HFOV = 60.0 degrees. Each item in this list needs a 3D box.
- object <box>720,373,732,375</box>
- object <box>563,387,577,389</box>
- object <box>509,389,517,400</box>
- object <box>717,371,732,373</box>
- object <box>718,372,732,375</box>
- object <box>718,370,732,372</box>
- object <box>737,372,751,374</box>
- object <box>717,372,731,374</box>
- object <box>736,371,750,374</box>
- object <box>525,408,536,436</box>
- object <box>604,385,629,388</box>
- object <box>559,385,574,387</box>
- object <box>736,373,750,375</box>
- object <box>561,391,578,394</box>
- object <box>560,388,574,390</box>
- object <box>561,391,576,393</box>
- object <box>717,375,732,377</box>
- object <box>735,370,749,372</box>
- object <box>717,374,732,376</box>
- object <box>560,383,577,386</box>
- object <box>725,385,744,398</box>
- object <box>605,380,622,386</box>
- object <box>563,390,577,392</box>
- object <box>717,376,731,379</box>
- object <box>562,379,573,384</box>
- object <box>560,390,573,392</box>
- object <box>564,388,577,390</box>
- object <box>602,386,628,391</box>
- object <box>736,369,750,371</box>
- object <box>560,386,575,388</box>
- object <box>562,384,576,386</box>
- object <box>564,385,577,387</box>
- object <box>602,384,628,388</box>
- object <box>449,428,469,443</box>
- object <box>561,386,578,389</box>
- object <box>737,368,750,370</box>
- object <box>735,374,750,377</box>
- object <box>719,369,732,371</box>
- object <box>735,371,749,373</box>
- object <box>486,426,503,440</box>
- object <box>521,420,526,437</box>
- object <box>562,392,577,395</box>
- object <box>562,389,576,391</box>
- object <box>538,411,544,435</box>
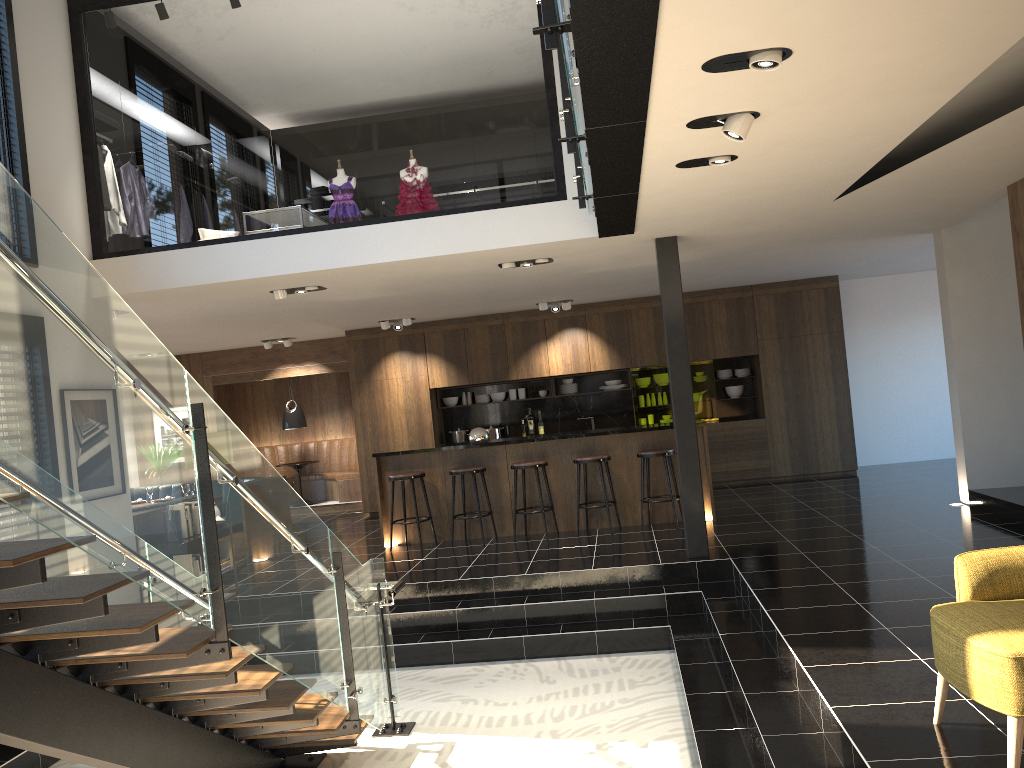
[{"bbox_3d":[3.051,-0.126,12.724,0.220,0.033,0.220,-6,-1,17],"label":"object"},{"bbox_3d":[0.835,0.070,13.069,0.269,0.024,0.269,-5,-1,-45],"label":"object"},{"bbox_3d":[0.013,0.159,13.073,0.109,0.161,0.109,-6,0,-11],"label":"object"},{"bbox_3d":[3.048,-0.159,12.724,0.220,0.033,0.220,-6,-1,17],"label":"object"},{"bbox_3d":[3.050,-0.139,12.724,0.220,0.033,0.220,-6,-1,17],"label":"object"},{"bbox_3d":[3.047,-0.172,12.725,0.220,0.033,0.220,-6,-1,17],"label":"object"},{"bbox_3d":[3.304,-0.142,12.694,0.220,0.033,0.220,-6,-1,-10],"label":"object"},{"bbox_3d":[3.049,-0.149,12.724,0.220,0.033,0.220,-6,-1,17],"label":"object"},{"bbox_3d":[3.303,-0.152,12.694,0.220,0.033,0.220,-6,-1,-10],"label":"object"},{"bbox_3d":[0.264,0.581,13.155,0.133,0.451,0.116,-6,0,7],"label":"object"},{"bbox_3d":[1.491,0.055,12.923,0.438,0.039,0.437,-7,-1,43],"label":"object"},{"bbox_3d":[0.831,0.032,13.069,0.269,0.024,0.269,-5,-1,-45],"label":"object"},{"bbox_3d":[3.305,-0.130,12.694,0.220,0.033,0.220,-6,-1,-10],"label":"object"},{"bbox_3d":[0.841,0.134,13.069,0.269,0.024,0.269,-5,-1,-45],"label":"object"},{"bbox_3d":[0.836,0.079,13.069,0.269,0.024,0.269,-5,-1,-45],"label":"object"},{"bbox_3d":[0.841,0.125,13.069,0.269,0.024,0.269,-5,-1,-45],"label":"object"},{"bbox_3d":[3.054,-0.104,12.724,0.220,0.033,0.220,-6,-1,17],"label":"object"},{"bbox_3d":[3.300,-0.175,12.694,0.220,0.033,0.220,-6,-1,-10],"label":"object"},{"bbox_3d":[3.053,-0.116,12.724,0.220,0.033,0.220,-6,-1,17],"label":"object"},{"bbox_3d":[0.829,0.016,13.069,0.269,0.024,0.269,-5,-1,-45],"label":"object"},{"bbox_3d":[3.197,0.116,12.719,0.264,0.170,0.264,-6,-1,-19],"label":"object"},{"bbox_3d":[1.482,-0.007,12.925,0.254,0.088,0.254,-6,-1,32],"label":"object"},{"bbox_3d":[0.839,0.114,13.069,0.269,0.024,0.269,-5,-1,-45],"label":"object"},{"bbox_3d":[3.055,-0.091,12.724,0.220,0.033,0.220,-6,-1,17],"label":"object"},{"bbox_3d":[0.822,-0.027,13.069,0.168,0.087,0.168,-6,-1,26],"label":"object"},{"bbox_3d":[0.839,0.107,13.069,0.269,0.024,0.269,-5,-1,-45],"label":"object"},{"bbox_3d":[0.837,0.087,13.069,0.269,0.024,0.269,-5,-1,-45],"label":"object"},{"bbox_3d":[1.492,0.067,12.923,0.438,0.039,0.437,-7,-1,43],"label":"object"},{"bbox_3d":[3.299,-0.185,12.694,0.220,0.033,0.220,-6,-1,-10],"label":"object"},{"bbox_3d":[0.833,0.052,13.069,0.269,0.024,0.269,-5,-1,-45],"label":"object"},{"bbox_3d":[0.830,0.025,13.069,0.269,0.024,0.269,-5,-1,-45],"label":"object"},{"bbox_3d":[0.832,0.043,13.069,0.269,0.024,0.269,-5,-1,-45],"label":"object"},{"bbox_3d":[1.489,0.040,12.923,0.438,0.039,0.437,-7,-1,43],"label":"object"},{"bbox_3d":[-0.777,0.756,13.072,0.255,0.218,0.236,-5,-1,-35],"label":"object"},{"bbox_3d":[0.834,0.059,13.069,0.269,0.024,0.269,-5,-1,-45],"label":"object"},{"bbox_3d":[3.298,-0.198,12.694,0.220,0.033,0.220,-6,-1,-10],"label":"object"},{"bbox_3d":[3.306,-0.117,12.694,0.220,0.033,0.220,-6,-1,-10],"label":"object"},{"bbox_3d":[3.046,-0.184,12.725,0.220,0.033,0.220,-6,-1,17],"label":"object"},{"bbox_3d":[3.301,-0.165,12.694,0.220,0.033,0.220,-6,-1,-10],"label":"object"},{"bbox_3d":[-0.293,0.712,12.806,0.279,0.218,0.300,-6,-1,40],"label":"object"},{"bbox_3d":[0.173,0.673,13.162,0.058,0.287,0.057,-6,0,20],"label":"object"},{"bbox_3d":[0.842,0.142,13.069,0.269,0.024,0.269,-5,-1,-45],"label":"object"},{"bbox_3d":[0.838,0.098,13.069,0.269,0.024,0.269,-5,-1,-45],"label":"object"},{"bbox_3d":[0.425,0.593,13.143,0.077,0.395,0.077,-6,0,-41],"label":"object"}]
